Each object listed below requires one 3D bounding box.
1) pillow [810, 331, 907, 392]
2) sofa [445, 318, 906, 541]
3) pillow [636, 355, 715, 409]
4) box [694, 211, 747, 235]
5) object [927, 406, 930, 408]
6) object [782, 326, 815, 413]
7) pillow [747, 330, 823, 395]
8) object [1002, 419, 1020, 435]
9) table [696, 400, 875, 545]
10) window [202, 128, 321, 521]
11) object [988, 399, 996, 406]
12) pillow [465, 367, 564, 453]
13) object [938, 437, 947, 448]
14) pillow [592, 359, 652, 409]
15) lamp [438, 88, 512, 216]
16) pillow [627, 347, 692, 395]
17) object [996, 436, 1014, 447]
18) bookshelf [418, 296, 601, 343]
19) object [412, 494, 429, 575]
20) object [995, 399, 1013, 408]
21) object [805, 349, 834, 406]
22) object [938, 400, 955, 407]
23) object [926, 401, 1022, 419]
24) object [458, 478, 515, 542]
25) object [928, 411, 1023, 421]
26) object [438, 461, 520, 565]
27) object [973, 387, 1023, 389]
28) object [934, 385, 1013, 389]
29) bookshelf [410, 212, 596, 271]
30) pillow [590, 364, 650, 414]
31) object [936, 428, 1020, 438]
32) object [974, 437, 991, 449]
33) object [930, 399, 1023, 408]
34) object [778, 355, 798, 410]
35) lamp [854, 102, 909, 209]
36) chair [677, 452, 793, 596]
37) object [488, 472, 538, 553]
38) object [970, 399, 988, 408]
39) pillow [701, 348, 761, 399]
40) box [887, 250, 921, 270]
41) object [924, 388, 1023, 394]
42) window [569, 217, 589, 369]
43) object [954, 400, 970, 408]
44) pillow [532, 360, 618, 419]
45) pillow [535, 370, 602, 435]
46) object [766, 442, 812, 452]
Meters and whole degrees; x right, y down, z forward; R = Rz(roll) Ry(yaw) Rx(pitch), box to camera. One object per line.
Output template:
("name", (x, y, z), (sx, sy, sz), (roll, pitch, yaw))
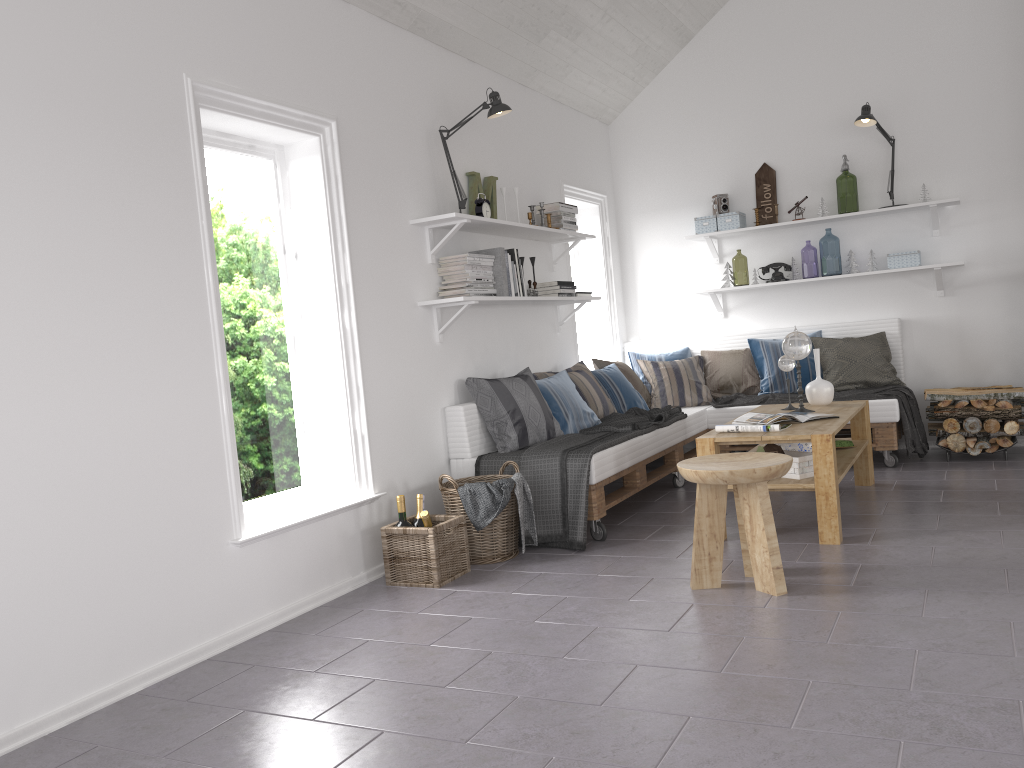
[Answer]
("pillow", (2.331, -0.144, 5.994), (0.519, 0.395, 0.334), (-5, 3, 5))
("sofa", (1.209, 0.183, 5.406), (2.017, 0.932, 2.855), (-4, 3, 28))
("pillow", (1.192, -0.003, 6.396), (0.516, 0.392, 0.358), (-6, 3, -3))
("box", (1.555, -1.185, 6.595), (0.332, 0.131, 0.242), (-4, 3, 28))
("object", (2.988, 0.170, 5.749), (0.539, 0.070, 0.101), (-4, 3, 29))
("object", (1.543, -0.080, 4.775), (0.155, 0.468, 0.155), (-5, 3, 6))
("pillow", (1.945, -0.139, 6.179), (0.526, 0.428, 0.311), (-5, 3, 6))
("object", (3.146, 0.224, 5.605), (0.118, 0.142, 0.520), (-4, 3, 31))
("table", (1.475, 0.412, 4.617), (0.607, 0.485, 1.457), (-4, 3, 28))
("window", (-1.106, -0.248, 3.747), (0.117, 1.655, 0.685), (-4, 3, 28))
("object", (3.036, 0.097, 5.617), (0.044, 0.034, 0.425), (-4, 3, 27))
("pillow", (0.019, 0.144, 4.824), (0.301, 0.444, 0.534), (-3, 4, 44))
("object", (2.834, 0.350, 5.821), (0.052, 0.056, 0.561), (-4, 3, 28))
("pillow", (0.801, 0.012, 6.310), (0.334, 0.438, 0.545), (-4, 3, 33))
("lamp", (-0.190, -1.213, 4.693), (0.439, 0.703, 0.196), (-7, 3, -27))
("pillow", (1.157, -0.054, 6.688), (0.534, 0.437, 0.287), (-5, 3, 0))
("object", (3.113, 0.343, 5.615), (0.096, 0.060, 0.467), (-4, 3, 28))
("bookshelf", (0.071, -0.394, 5.215), (0.269, 0.212, 1.820), (-4, 3, 28))
("object", (-0.420, 0.681, 4.004), (0.094, 0.361, 0.127), (-4, 3, 27))
("object", (3.102, 0.092, 5.593), (0.098, 0.088, 0.466), (-4, 3, 29))
("object", (1.735, -0.037, 5.019), (0.155, 0.325, 0.155), (-5, 3, -2))
("object", (2.821, 0.109, 5.738), (0.098, 0.061, 0.467), (-4, 3, 29))
("object", (2.927, 0.164, 5.635), (0.538, 0.082, 0.099), (-4, 3, 27))
("object", (-0.118, 0.607, 4.149), (0.303, 0.332, 0.367), (-6, 3, -16))
("object", (2.940, 0.201, 5.599), (0.562, 0.063, 0.095), (-4, 3, 28))
("object", (-0.138, 0.610, 4.218), (0.393, 0.432, 0.393), (-5, 3, 15))
("object", (2.985, 0.052, 5.722), (0.541, 0.070, 0.101), (-4, 3, 29))
("object", (3.016, 0.046, 5.801), (0.467, 0.063, 0.095), (-4, 3, 28))
("bookshelf", (0.033, -0.802, 5.195), (0.269, 0.212, 1.820), (-4, 3, 28))
("pillow", (0.675, 0.073, 5.915), (0.341, 0.408, 0.523), (-3, 4, 44))
("object", (2.920, 0.306, 5.570), (0.468, 0.069, 0.095), (-4, 3, 28))
("object", (3.007, 0.342, 5.671), (0.097, 0.056, 0.562), (-4, 3, 27))
("object", (3.005, 0.130, 5.715), (0.562, 0.057, 0.097), (-4, 3, 27))
("object", (1.549, -0.021, 4.976), (0.109, 0.329, 0.109), (-6, 3, -4))
("lamp", (2.470, -1.523, 5.925), (0.439, 0.703, 0.196), (-8, 4, -42))
("chair", (0.870, 0.532, 3.399), (0.431, 0.479, 0.431), (-4, 3, 25))
("object", (-0.095, 0.619, 4.204), (0.349, 0.356, 0.290), (-4, 3, 22))
("object", (2.978, 0.099, 5.662), (0.096, 0.068, 0.467), (-4, 3, 27))
("pillow", (1.594, -0.063, 6.381), (0.521, 0.381, 0.366), (-4, 3, 24))
("box", (2.662, -0.837, 6.018), (0.202, 0.110, 0.137), (-4, 3, 28))
("object", (2.928, 0.058, 5.635), (0.562, 0.074, 0.095), (-4, 3, 28))
("window", (0.387, -0.531, 6.681), (0.052, 1.655, 0.685), (-4, 3, 28))
("object", (2.898, 0.105, 5.704), (0.098, 0.060, 0.467), (-4, 3, 31))
("pillow", (0.416, 0.082, 5.552), (0.316, 0.438, 0.546), (-3, 4, 40))
("pillow", (0.269, 0.134, 5.202), (0.525, 0.401, 0.331), (-8, 4, -43))
("object", (1.428, 0.323, 4.445), (0.302, 0.161, 0.302), (-4, 3, 24))
